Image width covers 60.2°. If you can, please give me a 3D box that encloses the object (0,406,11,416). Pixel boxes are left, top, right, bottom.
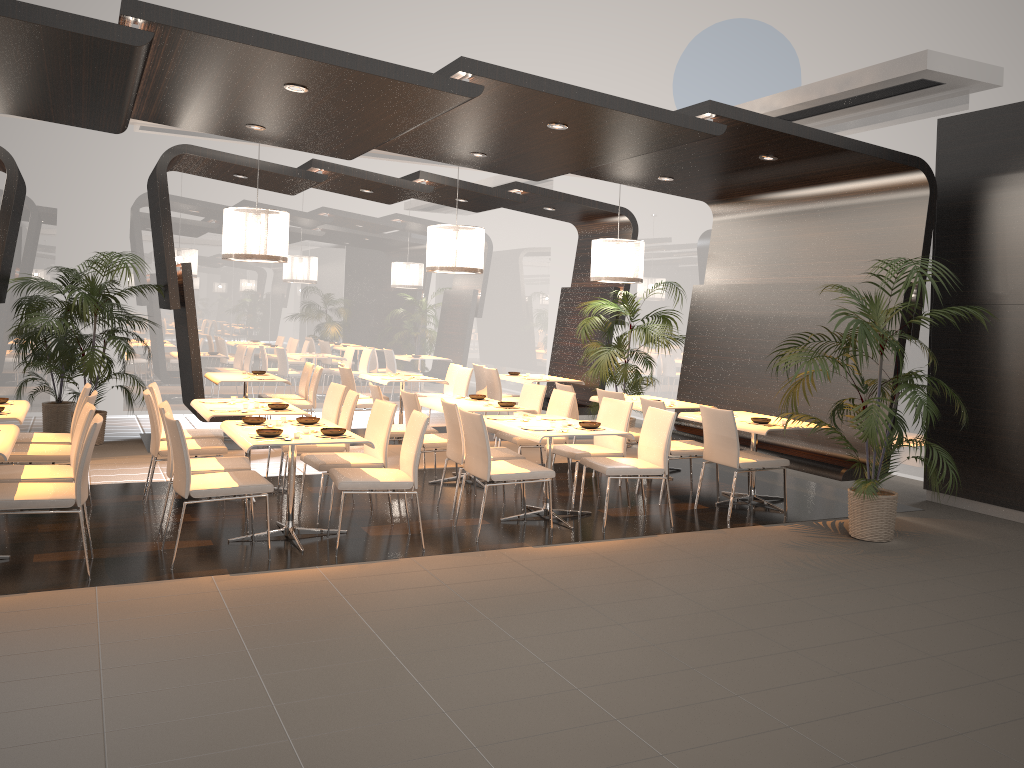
[{"bbox_3d":[-3.704,0.184,6.234,0.303,0.044,0.366,0,5,-27],"label":"object"}]

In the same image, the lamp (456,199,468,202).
[{"bbox_3d":[-0.642,-2.366,11.320,0.161,0.056,0.162,0,5,-32],"label":"lamp"}]

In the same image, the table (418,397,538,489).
[{"bbox_3d":[-0.269,0.540,8.227,1.052,0.725,1.151,1,4,-26],"label":"table"}]

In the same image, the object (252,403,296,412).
[{"bbox_3d":[-1.912,0.183,7.098,0.303,0.044,0.366,0,5,-27],"label":"object"}]

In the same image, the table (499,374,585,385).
[{"bbox_3d":[0.332,0.275,11.850,0.799,0.725,1.151,1,3,-26],"label":"table"}]

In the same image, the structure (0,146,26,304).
[{"bbox_3d":[-7.739,-1.687,7.844,5.929,1.727,1.405,0,3,-26],"label":"structure"}]

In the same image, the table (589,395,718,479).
[{"bbox_3d":[1.419,0.539,9.038,0.799,0.725,1.151,1,3,-26],"label":"table"}]

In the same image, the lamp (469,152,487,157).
[{"bbox_3d":[-0.313,-2.132,8.165,0.161,0.050,0.162,1,4,-21],"label":"lamp"}]

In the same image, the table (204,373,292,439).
[{"bbox_3d":[-3.079,0.277,10.198,0.799,0.725,1.151,1,3,-26],"label":"table"}]

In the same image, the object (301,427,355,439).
[{"bbox_3d":[-1.205,0.315,5.779,0.303,0.044,0.366,0,5,-27],"label":"object"}]

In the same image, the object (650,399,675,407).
[{"bbox_3d":[1.426,0.183,8.687,0.303,0.044,0.366,0,5,-27],"label":"object"}]

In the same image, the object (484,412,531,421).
[{"bbox_3d":[-0.020,0.262,7.046,0.334,0.038,0.378,-1,5,-32],"label":"object"}]

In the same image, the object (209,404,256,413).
[{"bbox_3d":[-2.183,0.190,6.916,0.334,0.038,0.378,-1,5,-32],"label":"object"}]

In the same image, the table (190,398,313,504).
[{"bbox_3d":[-2.178,0.542,7.287,0.799,0.725,1.151,1,3,-26],"label":"table"}]

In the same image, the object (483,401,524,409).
[{"bbox_3d":[-0.085,0.185,7.943,0.303,0.044,0.366,0,5,-27],"label":"object"}]

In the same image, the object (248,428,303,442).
[{"bbox_3d":[-1.503,0.317,5.609,0.303,0.044,0.366,0,5,-27],"label":"object"}]

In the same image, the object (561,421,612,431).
[{"bbox_3d":[0.546,0.311,6.656,0.303,0.044,0.366,0,5,-27],"label":"object"}]

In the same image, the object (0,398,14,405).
[{"bbox_3d":[-3.975,0.132,6.760,0.303,0.044,0.366,0,5,-27],"label":"object"}]

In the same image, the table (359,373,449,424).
[{"bbox_3d":[-1.378,0.276,11.019,0.799,0.725,1.151,1,3,-26],"label":"table"}]

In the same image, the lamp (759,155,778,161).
[{"bbox_3d":[2.245,-1.992,7.738,0.161,0.050,0.162,1,4,-21],"label":"lamp"}]

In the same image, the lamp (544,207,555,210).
[{"bbox_3d":[0.503,-2.368,11.881,0.161,0.056,0.162,0,5,-32],"label":"lamp"}]

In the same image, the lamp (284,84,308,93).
[{"bbox_3d":[-1.448,-1.997,5.927,0.161,0.050,0.162,1,4,-21],"label":"lamp"}]

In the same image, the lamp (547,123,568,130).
[{"bbox_3d":[0.351,-1.999,6.809,0.161,0.050,0.162,1,4,-21],"label":"lamp"}]

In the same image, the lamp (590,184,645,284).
[{"bbox_3d":[1.290,-2.184,10.599,0.627,1.930,0.627,2,0,6],"label":"lamp"}]

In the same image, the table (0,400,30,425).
[{"bbox_3d":[-3.990,0.543,6.418,0.799,0.725,1.151,1,3,-26],"label":"table"}]

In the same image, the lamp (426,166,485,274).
[{"bbox_3d":[-0.592,-2.182,9.676,0.627,1.930,0.627,2,0,2],"label":"lamp"}]

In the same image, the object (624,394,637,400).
[{"bbox_3d":[1.134,0.133,9.214,0.334,0.038,0.378,-1,5,-32],"label":"object"}]

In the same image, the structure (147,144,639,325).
[{"bbox_3d":[-1.313,-1.694,10.995,5.929,1.727,1.405,0,3,-26],"label":"structure"}]

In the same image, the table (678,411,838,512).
[{"bbox_3d":[2.106,0.670,7.714,0.799,0.725,1.151,1,3,-26],"label":"table"}]

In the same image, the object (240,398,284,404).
[{"bbox_3d":[-2.169,0.131,7.664,0.334,0.038,0.378,-1,6,-37],"label":"object"}]

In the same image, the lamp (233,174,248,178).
[{"bbox_3d":[-3.104,-2.391,10.112,0.160,0.054,0.161,1,4,-21],"label":"lamp"}]

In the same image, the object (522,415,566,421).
[{"bbox_3d":[0.253,0.260,7.200,0.334,0.038,0.378,-1,6,-37],"label":"object"}]

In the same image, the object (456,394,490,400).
[{"bbox_3d":[-0.370,0.128,8.526,0.303,0.044,0.366,0,5,-27],"label":"object"}]

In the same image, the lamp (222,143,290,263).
[{"bbox_3d":[-2.504,-2.180,8.739,0.627,1.930,0.627,2,0,2],"label":"lamp"}]

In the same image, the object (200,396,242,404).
[{"bbox_3d":[-2.454,0.136,7.467,0.334,0.038,0.378,-1,5,-32],"label":"object"}]

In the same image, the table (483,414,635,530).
[{"bbox_3d":[0.284,0.672,6.832,0.799,0.725,1.151,1,3,-26],"label":"table"}]

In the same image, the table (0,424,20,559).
[{"bbox_3d":[-3.321,0.675,5.069,0.799,0.725,1.151,1,3,-26],"label":"table"}]

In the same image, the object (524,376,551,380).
[{"bbox_3d":[0.334,-0.078,11.493,0.334,0.038,0.378,-1,5,-32],"label":"object"}]

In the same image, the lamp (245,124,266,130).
[{"bbox_3d":[-2.112,-2.130,7.283,0.160,0.050,0.161,0,5,-32],"label":"lamp"}]

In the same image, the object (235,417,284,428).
[{"bbox_3d":[-1.765,0.262,6.171,0.303,0.044,0.366,0,5,-27],"label":"object"}]

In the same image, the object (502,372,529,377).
[{"bbox_3d":[0.068,-0.136,12.050,0.303,0.044,0.366,0,5,-27],"label":"object"}]

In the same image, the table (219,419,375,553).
[{"bbox_3d":[-1.488,0.674,5.963,0.799,0.725,1.151,1,3,-26],"label":"table"}]

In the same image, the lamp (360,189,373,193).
[{"bbox_3d":[-1.769,-2.365,10.767,0.161,0.056,0.162,0,5,-32],"label":"lamp"}]

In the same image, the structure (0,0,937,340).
[{"bbox_3d":[-1.748,-1.368,6.617,10.653,1.735,2.910,0,4,-26],"label":"structure"}]

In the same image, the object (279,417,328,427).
[{"bbox_3d":[-1.490,0.262,6.300,0.303,0.044,0.366,0,5,-27],"label":"object"}]

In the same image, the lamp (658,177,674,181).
[{"bbox_3d":[1.581,-2.125,9.094,0.161,0.050,0.162,1,4,-21],"label":"lamp"}]

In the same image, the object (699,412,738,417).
[{"bbox_3d":[1.844,0.259,7.925,0.303,0.044,0.366,0,5,-27],"label":"object"}]

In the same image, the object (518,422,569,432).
[{"bbox_3d":[0.251,0.316,6.495,0.334,0.038,0.378,-1,5,-32],"label":"object"}]
